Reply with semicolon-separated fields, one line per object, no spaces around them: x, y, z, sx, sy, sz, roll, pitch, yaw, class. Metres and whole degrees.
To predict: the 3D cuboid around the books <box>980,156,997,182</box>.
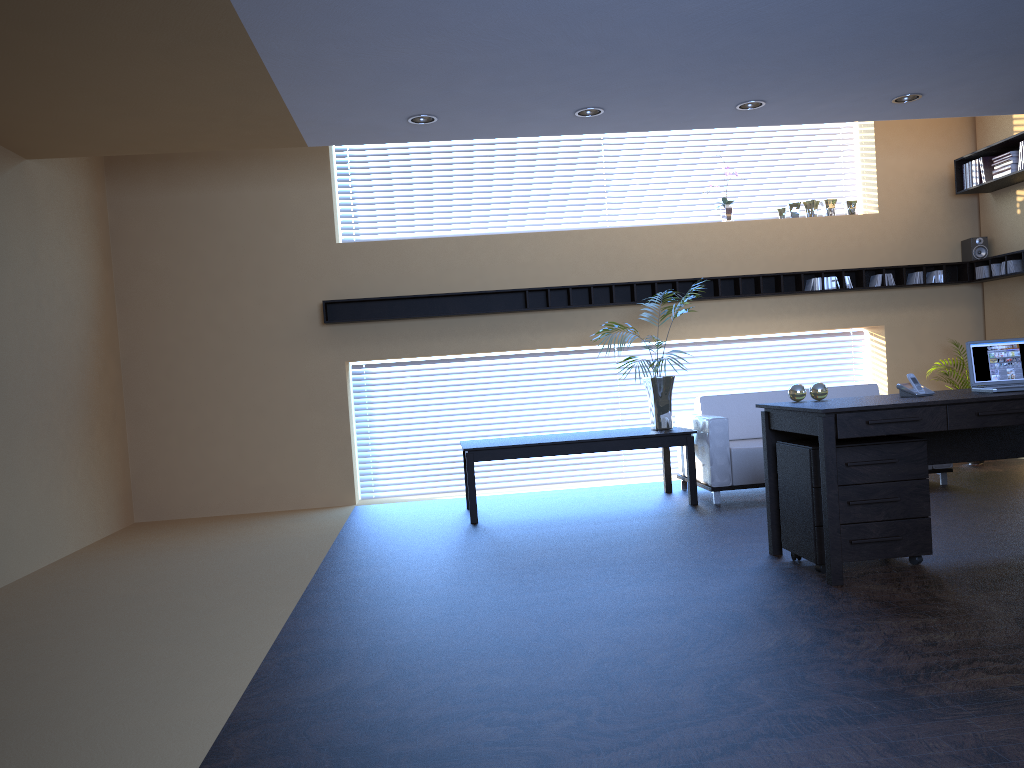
4.579;-2.036;8.438;0.207;0.260;0.075;-4;2;-6;books

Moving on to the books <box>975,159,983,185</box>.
4.573;-2.037;8.533;0.207;0.258;0.050;-4;2;-5;books

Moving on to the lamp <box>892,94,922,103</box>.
2.956;-2.183;6.641;0.208;0.096;0.209;-4;1;-23;lamp

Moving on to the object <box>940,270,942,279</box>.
4.300;-1.080;8.962;0.009;0.120;0.142;-4;1;-5;object

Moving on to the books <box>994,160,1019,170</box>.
4.620;-2.022;8.162;0.207;0.028;0.258;-4;1;-5;books

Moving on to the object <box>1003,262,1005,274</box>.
4.729;-1.103;8.402;0.142;0.120;0.030;-4;2;-5;object

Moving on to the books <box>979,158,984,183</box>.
4.581;-2.037;8.470;0.207;0.260;0.075;-4;2;-6;books

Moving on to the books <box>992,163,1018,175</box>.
4.611;-1.981;8.177;0.207;0.050;0.258;-4;1;-6;books

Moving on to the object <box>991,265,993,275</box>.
4.713;-1.104;8.579;0.142;0.120;0.030;-4;2;-5;object

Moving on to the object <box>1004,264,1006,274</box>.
4.730;-1.103;8.392;0.142;0.120;0.030;-4;2;-5;object

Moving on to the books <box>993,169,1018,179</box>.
4.610;-1.930;8.168;0.207;0.050;0.258;-4;1;-5;books

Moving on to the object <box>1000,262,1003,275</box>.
4.726;-1.102;8.437;0.142;0.118;0.040;-4;2;-5;object

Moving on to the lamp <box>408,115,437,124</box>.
-0.640;-1.931;6.324;0.209;0.096;0.208;-4;1;-5;lamp

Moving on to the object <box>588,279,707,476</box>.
1.368;0.049;8.147;1.040;1.861;1.893;-3;2;15;object

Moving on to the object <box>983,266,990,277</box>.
4.702;-1.103;8.694;0.142;0.118;0.040;-4;2;-5;object

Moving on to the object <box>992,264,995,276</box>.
4.714;-1.104;8.559;0.142;0.120;0.030;-4;2;-5;object

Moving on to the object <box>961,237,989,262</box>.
4.671;-1.351;8.944;0.159;0.229;0.254;-4;1;5;object

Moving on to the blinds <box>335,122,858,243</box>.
0.925;-2.268;9.103;5.390;1.462;0.039;-4;2;-5;blinds

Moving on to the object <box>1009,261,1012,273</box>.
4.737;-1.102;8.306;0.142;0.120;0.030;-4;2;-5;object

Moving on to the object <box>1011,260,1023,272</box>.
4.741;-1.101;8.270;0.142;0.118;0.040;-4;2;-5;object

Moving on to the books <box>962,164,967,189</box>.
4.553;-2.038;8.740;0.207;0.258;0.050;-4;2;-5;books

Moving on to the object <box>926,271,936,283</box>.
4.225;-1.074;8.958;0.040;0.118;0.142;-4;1;-5;object

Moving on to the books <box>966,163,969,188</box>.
4.561;-2.038;8.688;0.207;0.258;0.050;-4;2;-6;books

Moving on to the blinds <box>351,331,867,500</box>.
1.103;0.303;9.202;5.390;1.369;0.047;-4;2;-5;blinds

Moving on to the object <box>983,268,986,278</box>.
4.700;-1.105;8.718;0.142;0.120;0.009;-4;2;-5;object

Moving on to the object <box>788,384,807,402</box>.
1.679;0.051;5.221;0.105;0.105;0.105;-4;2;14;object

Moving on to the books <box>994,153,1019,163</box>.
4.612;-2.079;8.158;0.207;0.028;0.258;-4;1;-6;books

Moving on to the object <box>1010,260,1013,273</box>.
4.738;-1.102;8.295;0.142;0.120;0.030;-4;2;-5;object

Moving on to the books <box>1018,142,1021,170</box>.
4.630;-2.033;7.920;0.207;0.260;0.075;-4;2;-5;books

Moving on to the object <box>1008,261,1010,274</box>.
4.735;-1.103;8.337;0.142;0.120;0.009;-4;2;-5;object

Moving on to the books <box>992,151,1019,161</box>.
4.606;-2.107;8.178;0.207;0.028;0.258;-4;1;-5;books

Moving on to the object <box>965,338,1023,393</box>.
2.762;-0.110;4.859;0.390;0.283;0.322;-4;1;5;object

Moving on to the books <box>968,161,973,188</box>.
4.555;-2.037;8.635;0.207;0.258;0.050;-4;2;-6;books

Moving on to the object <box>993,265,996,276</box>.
4.715;-1.104;8.549;0.142;0.120;0.030;-4;2;-5;object

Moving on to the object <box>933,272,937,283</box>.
4.248;-1.077;8.965;0.009;0.120;0.142;-4;1;-5;object

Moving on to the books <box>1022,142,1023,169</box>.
4.628;-2.032;7.856;0.207;0.260;0.075;-4;2;-5;books

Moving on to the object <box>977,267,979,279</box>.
4.693;-1.105;8.800;0.142;0.120;0.009;-4;2;-5;object

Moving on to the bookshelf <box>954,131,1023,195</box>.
4.796;-2.043;6.247;0.361;0.340;5.122;-4;1;-5;bookshelf

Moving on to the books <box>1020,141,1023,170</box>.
4.626;-2.032;7.888;0.207;0.260;0.075;-4;2;-5;books

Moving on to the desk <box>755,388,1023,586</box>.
2.457;0.500;4.903;1.894;0.891;0.913;-4;1;-5;desk

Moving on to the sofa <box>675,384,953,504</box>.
2.563;0.477;7.730;2.056;0.849;1.014;-4;1;-5;sofa

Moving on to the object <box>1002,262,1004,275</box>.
4.728;-1.103;8.412;0.142;0.120;0.030;-4;2;-5;object

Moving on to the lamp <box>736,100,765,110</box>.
1.757;-2.099;6.536;0.208;0.096;0.209;-5;1;-35;lamp

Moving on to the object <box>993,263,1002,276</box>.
4.717;-1.102;8.534;0.142;0.118;0.040;-4;2;-5;object

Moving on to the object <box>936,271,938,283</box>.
4.259;-1.077;8.960;0.009;0.120;0.142;-4;1;-5;object

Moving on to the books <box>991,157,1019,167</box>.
4.597;-2.049;8.170;0.207;0.028;0.258;-4;1;-5;books

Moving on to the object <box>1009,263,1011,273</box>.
4.736;-1.102;8.316;0.142;0.120;0.030;-4;2;-5;object

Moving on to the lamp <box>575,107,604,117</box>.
0.559;-2.015;6.430;0.208;0.096;0.209;-5;1;-35;lamp

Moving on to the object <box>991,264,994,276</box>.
4.714;-1.104;8.569;0.142;0.120;0.030;-4;2;-5;object

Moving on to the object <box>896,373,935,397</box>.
2.247;0.004;4.942;0.130;0.127;0.146;-4;1;-20;object

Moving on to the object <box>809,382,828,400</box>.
1.792;0.043;5.179;0.105;0.105;0.105;-4;2;14;object

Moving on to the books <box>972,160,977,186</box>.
4.567;-2.037;8.584;0.207;0.258;0.050;-4;2;-5;books

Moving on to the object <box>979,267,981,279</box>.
4.695;-1.105;8.769;0.142;0.120;0.009;-4;2;-5;object

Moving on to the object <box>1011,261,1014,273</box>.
4.739;-1.102;8.285;0.142;0.120;0.030;-4;2;-5;object

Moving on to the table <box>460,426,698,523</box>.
0.536;0.744;7.550;1.894;0.603;0.897;-4;1;-5;table
